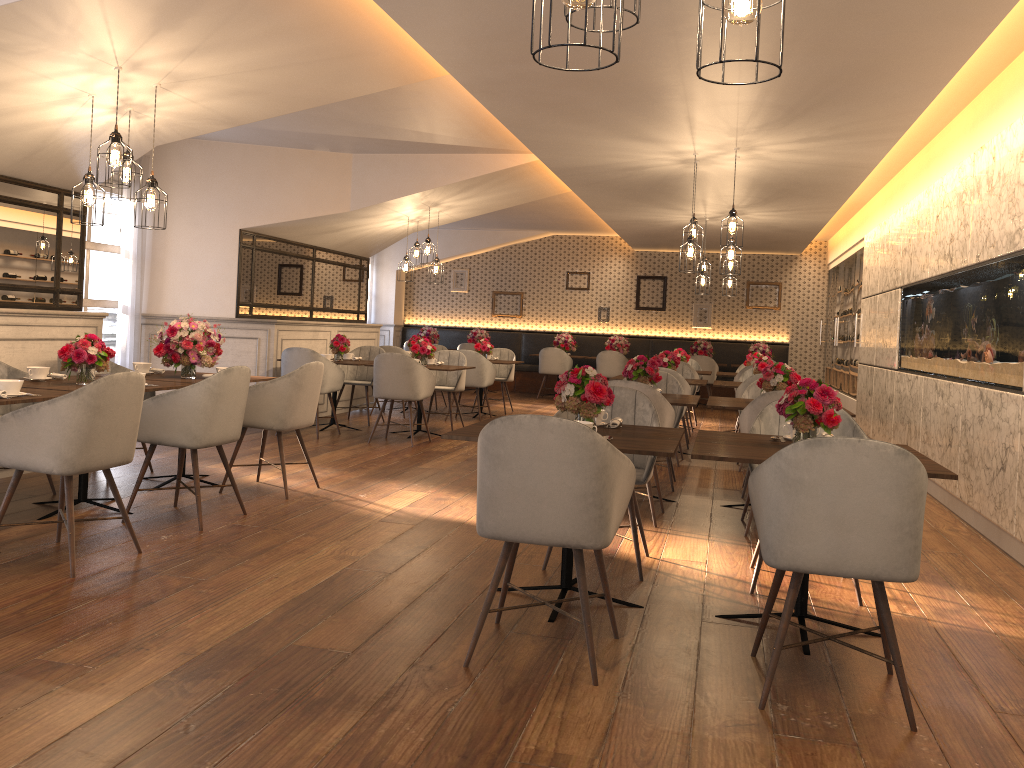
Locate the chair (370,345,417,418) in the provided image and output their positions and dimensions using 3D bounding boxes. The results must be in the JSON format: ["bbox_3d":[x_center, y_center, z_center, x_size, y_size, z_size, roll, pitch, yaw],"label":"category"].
[{"bbox_3d":[-1.445,-0.043,10.959,0.565,0.872,0.526,3,1,14],"label":"chair"}]

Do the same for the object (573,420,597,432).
[{"bbox_3d":[0.257,0.186,3.471,0.148,0.072,0.148,5,4,36],"label":"object"}]

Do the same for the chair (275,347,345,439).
[{"bbox_3d":[-1.994,0.072,8.701,0.565,0.872,0.526,3,1,14],"label":"chair"}]

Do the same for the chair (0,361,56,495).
[{"bbox_3d":[-3.065,0.238,5.225,0.526,0.872,0.565,3,1,14],"label":"chair"}]

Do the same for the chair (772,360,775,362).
[{"bbox_3d":[3.933,0.031,13.919,0.565,0.872,0.526,3,1,14],"label":"chair"}]

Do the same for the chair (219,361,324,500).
[{"bbox_3d":[-1.550,0.272,5.841,0.526,0.872,0.565,3,1,14],"label":"chair"}]

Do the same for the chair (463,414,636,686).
[{"bbox_3d":[0.129,0.523,3.131,0.565,0.872,0.526,3,1,14],"label":"chair"}]

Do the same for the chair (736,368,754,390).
[{"bbox_3d":[2.583,0.268,9.104,0.565,0.872,0.526,3,1,14],"label":"chair"}]

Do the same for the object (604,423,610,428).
[{"bbox_3d":[0.440,0.183,4.043,0.025,0.024,0.193,3,4,13],"label":"object"}]

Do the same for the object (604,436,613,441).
[{"bbox_3d":[0.363,0.220,3.465,0.043,0.015,0.197,4,4,17],"label":"object"}]

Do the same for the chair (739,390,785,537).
[{"bbox_3d":[1.646,0.459,5.312,0.565,0.872,0.526,3,1,14],"label":"chair"}]

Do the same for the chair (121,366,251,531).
[{"bbox_3d":[-1.772,0.319,4.928,0.526,0.872,0.565,3,1,14],"label":"chair"}]

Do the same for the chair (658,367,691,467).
[{"bbox_3d":[1.324,0.273,8.044,0.565,0.872,0.526,3,1,14],"label":"chair"}]

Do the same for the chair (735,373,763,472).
[{"bbox_3d":[2.255,0.332,7.817,0.565,0.872,0.526,3,1,14],"label":"chair"}]

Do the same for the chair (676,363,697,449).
[{"bbox_3d":[1.652,0.209,9.331,0.565,0.872,0.526,3,1,14],"label":"chair"}]

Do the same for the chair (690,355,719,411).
[{"bbox_3d":[3.002,-0.028,14.146,0.565,0.872,0.526,3,1,14],"label":"chair"}]

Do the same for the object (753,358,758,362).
[{"bbox_3d":[2.967,-0.289,10.818,0.048,0.052,0.076,3,3,-7],"label":"object"}]

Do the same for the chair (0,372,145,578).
[{"bbox_3d":[-1.993,0.365,4.016,0.526,0.872,0.565,3,1,14],"label":"chair"}]

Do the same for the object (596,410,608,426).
[{"bbox_3d":[0.366,0.153,4.071,0.148,0.072,0.148,1,4,-34],"label":"object"}]

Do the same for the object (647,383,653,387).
[{"bbox_3d":[0.956,0.030,6.499,0.148,0.072,0.148,1,4,-34],"label":"object"}]

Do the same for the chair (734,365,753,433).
[{"bbox_3d":[2.840,0.210,10.225,0.565,0.872,0.526,3,1,14],"label":"chair"}]

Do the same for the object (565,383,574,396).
[{"bbox_3d":[0.249,0.023,3.728,0.048,0.052,0.076,3,3,19],"label":"object"}]

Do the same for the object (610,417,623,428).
[{"bbox_3d":[0.476,0.177,4.045,0.056,0.039,0.176,3,3,14],"label":"object"}]

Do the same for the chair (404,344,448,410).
[{"bbox_3d":[-1.161,-0.110,12.257,0.565,0.872,0.526,3,1,14],"label":"chair"}]

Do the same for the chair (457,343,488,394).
[{"bbox_3d":[-0.678,-0.261,15.042,0.565,0.872,0.526,3,1,14],"label":"chair"}]

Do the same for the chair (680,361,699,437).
[{"bbox_3d":[1.909,0.151,10.451,0.565,0.872,0.526,3,1,14],"label":"chair"}]

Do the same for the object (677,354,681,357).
[{"bbox_3d":[2.077,-0.356,11.067,0.045,0.052,0.077,2,3,-24],"label":"object"}]

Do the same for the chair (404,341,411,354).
[{"bbox_3d":[-1.609,-0.320,15.269,0.565,0.872,0.526,3,1,14],"label":"chair"}]

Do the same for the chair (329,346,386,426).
[{"bbox_3d":[-1.711,0.005,9.999,0.565,0.872,0.526,3,1,14],"label":"chair"}]

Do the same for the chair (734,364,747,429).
[{"bbox_3d":[3.169,0.145,11.512,0.565,0.872,0.526,3,1,14],"label":"chair"}]

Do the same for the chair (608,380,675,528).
[{"bbox_3d":[0.715,0.400,5.539,0.565,0.872,0.526,3,1,14],"label":"chair"}]

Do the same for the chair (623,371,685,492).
[{"bbox_3d":[1.043,0.336,6.826,0.565,0.872,0.526,3,1,14],"label":"chair"}]

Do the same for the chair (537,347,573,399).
[{"bbox_3d":[0.696,-0.174,14.708,0.565,0.872,0.526,3,1,14],"label":"chair"}]

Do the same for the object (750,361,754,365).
[{"bbox_3d":[2.946,-0.261,10.835,0.049,0.052,0.077,4,3,24],"label":"object"}]

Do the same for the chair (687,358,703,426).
[{"bbox_3d":[2.238,0.086,11.738,0.565,0.872,0.526,3,1,14],"label":"chair"}]

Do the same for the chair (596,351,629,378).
[{"bbox_3d":[1.627,-0.115,14.481,0.565,0.872,0.526,3,1,14],"label":"chair"}]

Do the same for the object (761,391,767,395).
[{"bbox_3d":[1.848,0.087,6.282,0.148,0.072,0.148,1,4,-34],"label":"object"}]

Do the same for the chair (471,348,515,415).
[{"bbox_3d":[-0.230,-0.051,12.030,0.565,0.872,0.526,3,1,14],"label":"chair"}]

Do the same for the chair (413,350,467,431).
[{"bbox_3d":[-0.779,0.064,9.772,0.565,0.872,0.526,3,1,14],"label":"chair"}]

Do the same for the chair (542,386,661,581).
[{"bbox_3d":[0.458,0.458,4.418,0.565,0.872,0.526,3,1,14],"label":"chair"}]

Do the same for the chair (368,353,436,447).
[{"bbox_3d":[-1.063,0.131,8.474,0.565,0.872,0.526,3,1,14],"label":"chair"}]

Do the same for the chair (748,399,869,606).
[{"bbox_3d":[1.389,0.517,4.191,0.565,0.872,0.526,3,1,14],"label":"chair"}]

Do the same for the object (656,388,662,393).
[{"bbox_3d":[1.066,0.054,6.472,0.056,0.039,0.176,3,3,14],"label":"object"}]

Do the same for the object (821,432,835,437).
[{"bbox_3d":[1.368,0.234,3.827,0.056,0.039,0.176,3,3,14],"label":"object"}]

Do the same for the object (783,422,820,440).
[{"bbox_3d":[1.258,0.210,3.854,0.148,0.072,0.148,1,4,-34],"label":"object"}]

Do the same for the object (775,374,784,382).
[{"bbox_3d":[1.773,-0.041,5.908,0.048,0.052,0.076,3,3,-7],"label":"object"}]

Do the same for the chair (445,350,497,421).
[{"bbox_3d":[-0.514,0.017,10.732,0.565,0.872,0.526,3,1,14],"label":"chair"}]

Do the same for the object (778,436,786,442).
[{"bbox_3d":[1.174,0.241,3.847,0.022,0.004,0.211,4,4,13],"label":"object"}]

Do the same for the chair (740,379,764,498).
[{"bbox_3d":[1.974,0.395,6.599,0.565,0.872,0.526,3,1,14],"label":"chair"}]

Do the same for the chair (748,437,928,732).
[{"bbox_3d":[1.060,0.582,2.905,0.565,0.872,0.526,3,1,14],"label":"chair"}]

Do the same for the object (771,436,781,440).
[{"bbox_3d":[1.149,0.233,3.860,0.043,0.015,0.197,4,4,17],"label":"object"}]
